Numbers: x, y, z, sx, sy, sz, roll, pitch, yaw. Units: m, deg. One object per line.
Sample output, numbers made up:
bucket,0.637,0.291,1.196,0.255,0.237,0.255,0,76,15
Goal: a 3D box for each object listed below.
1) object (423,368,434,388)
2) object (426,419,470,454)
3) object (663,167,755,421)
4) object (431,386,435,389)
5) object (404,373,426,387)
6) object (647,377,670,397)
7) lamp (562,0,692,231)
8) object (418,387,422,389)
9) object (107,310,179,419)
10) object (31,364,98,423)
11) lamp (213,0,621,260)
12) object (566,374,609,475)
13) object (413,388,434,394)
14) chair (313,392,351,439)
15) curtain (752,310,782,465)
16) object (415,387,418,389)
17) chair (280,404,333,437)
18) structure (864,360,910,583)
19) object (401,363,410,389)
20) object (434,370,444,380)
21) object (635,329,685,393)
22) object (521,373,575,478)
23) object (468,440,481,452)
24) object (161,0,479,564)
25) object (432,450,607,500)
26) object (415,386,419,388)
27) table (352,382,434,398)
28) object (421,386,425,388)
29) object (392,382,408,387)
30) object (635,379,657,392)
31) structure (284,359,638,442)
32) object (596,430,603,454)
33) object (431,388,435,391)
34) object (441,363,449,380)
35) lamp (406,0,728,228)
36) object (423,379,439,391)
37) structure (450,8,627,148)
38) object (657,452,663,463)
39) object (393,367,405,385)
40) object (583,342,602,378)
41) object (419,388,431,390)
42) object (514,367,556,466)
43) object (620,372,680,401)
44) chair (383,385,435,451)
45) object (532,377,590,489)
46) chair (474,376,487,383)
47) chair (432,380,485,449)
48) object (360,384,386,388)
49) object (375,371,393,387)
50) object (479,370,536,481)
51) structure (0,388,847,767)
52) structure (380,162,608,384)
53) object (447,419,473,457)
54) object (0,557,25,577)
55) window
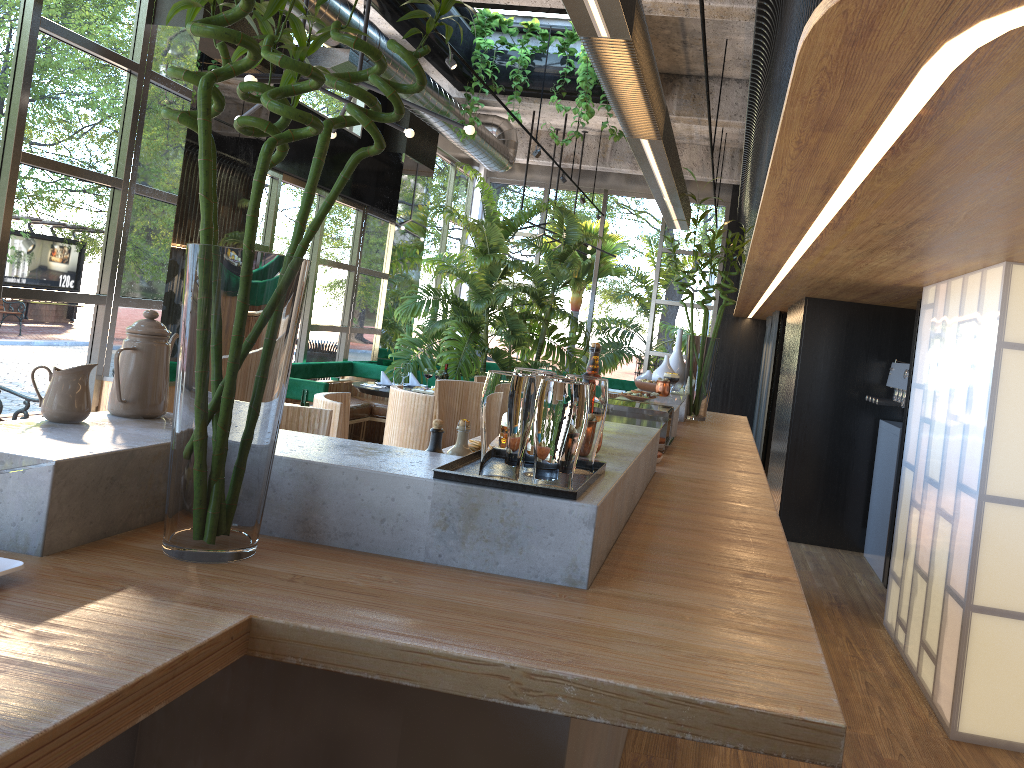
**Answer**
object,-0.832,-0.050,8.769,0.102,0.201,0.102,7,0,0
object,-0.152,0.189,2.069,0.067,0.215,0.170,7,0,37
object,1.194,-0.552,5.520,0.609,1.550,0.645,8,-1,-40
object,-0.719,0.040,8.569,0.063,0.038,0.193,5,4,-44
object,-0.954,-0.036,8.870,0.235,0.139,0.231,7,3,-5
object,0.813,0.014,4.946,0.160,0.107,0.087,6,2,-33
lamp,1.750,-1.870,2.943,4.938,2.130,6.810,8,3,6
object,-0.888,0.041,8.573,0.032,0.032,0.038,7,2,9
object,-0.811,-0.048,1.959,0.121,0.234,0.209,7,1,-20
object,-0.886,0.014,1.764,0.097,0.119,0.089,7,1,20
lamp,0.252,-2.292,4.181,5.017,1.820,19.203,8,4,13
object,0.151,0.088,1.939,0.109,0.209,0.101,7,0,-34
object,-0.763,0.070,8.475,0.233,0.019,0.363,9,4,22
chair,-0.592,0.553,3.648,0.567,0.969,0.527,7,0,-29
curtain,3.321,0.086,11.717,0.120,2.057,3.326,7,2,13
object,-0.911,0.045,8.484,0.032,0.031,0.040,8,2,36
chair,-0.788,0.581,2.888,0.568,0.969,0.526,7,0,-32
structure,2.946,0.618,6.704,0.542,1.594,0.851,7,0,12
object,-1.024,-0.075,8.448,0.093,0.245,0.091,7,-1,-6
object,-0.717,-0.031,8.707,0.102,0.201,0.102,7,0,0
object,0.982,-0.151,5.554,0.328,0.397,0.308,7,1,-30
object,0.070,0.086,1.820,0.110,0.209,0.101,7,0,-44
object,-0.115,0.214,3.031,0.147,0.041,0.093,4,5,-45
object,-0.395,-0.480,1.559,0.659,1.550,0.597,7,-1,16
object,0.033,0.177,1.826,0.269,0.018,0.444,8,4,12
object,-0.923,0.034,8.672,0.024,0.025,0.047,8,3,30
table,-1.014,0.425,8.489,1.131,0.750,1.070,6,2,-20
object,-0.878,0.040,8.637,0.096,0.028,0.131,9,4,26
object,-1.145,-0.002,8.821,0.163,0.019,0.246,5,4,-28
object,0.840,0.009,5.321,0.187,0.073,0.234,9,4,31
structure,-0.353,0.424,3.915,5.948,1.546,20.433,8,4,13
object,0.155,0.120,2.210,0.160,0.107,0.087,6,2,-33
object,-0.714,0.035,8.464,0.097,0.064,0.165,6,3,-17
object,-0.630,-0.043,8.319,0.066,0.299,0.070,7,-1,27
lamp,0.322,-2.747,8.583,3.742,1.529,10.179,8,4,10
object,-0.758,0.005,8.379,0.141,0.124,0.099,7,1,-8
structure,0.446,-3.186,9.330,2.085,1.516,1.471,9,2,40
object,0.427,0.261,3.391,0.287,0.037,0.312,10,5,39
object,-1.059,-0.049,8.279,0.110,0.209,0.101,7,0,-44
object,0.253,0.004,2.846,0.078,0.276,0.072,8,-1,-43
object,-0.817,0.046,8.480,0.100,0.013,0.226,8,4,17
object,0.038,0.073,1.948,0.109,0.209,0.101,7,0,-34
object,0.719,0.005,4.700,0.206,0.134,0.822,8,4,19
chair,-0.396,0.523,4.454,0.526,0.969,0.568,7,0,35
object,0.089,0.097,1.694,0.109,0.209,0.101,7,0,-34
chair,-0.040,0.461,5.999,0.532,0.969,0.562,7,0,21
chair,-0.233,0.492,5.199,0.559,0.969,0.535,7,0,-14
object,-1.276,0.016,8.321,0.251,0.019,0.160,8,4,10
object,-1.198,-0.047,8.575,0.235,0.139,0.231,7,3,-5
object,-0.013,0.082,1.722,0.109,0.209,0.101,7,0,-34
structure,1.764,0.683,2.680,5.765,1.728,7.239,8,4,11
structure,-0.137,-0.918,10.810,2.446,3.436,2.655,7,1,-4
object,-0.127,0.190,2.140,0.072,0.210,0.068,8,-1,-22
object,-0.913,0.258,1.063,0.329,0.025,0.502,8,4,12
window,-1.116,-2.181,4.130,4.084,6.485,20.683,7,3,13
